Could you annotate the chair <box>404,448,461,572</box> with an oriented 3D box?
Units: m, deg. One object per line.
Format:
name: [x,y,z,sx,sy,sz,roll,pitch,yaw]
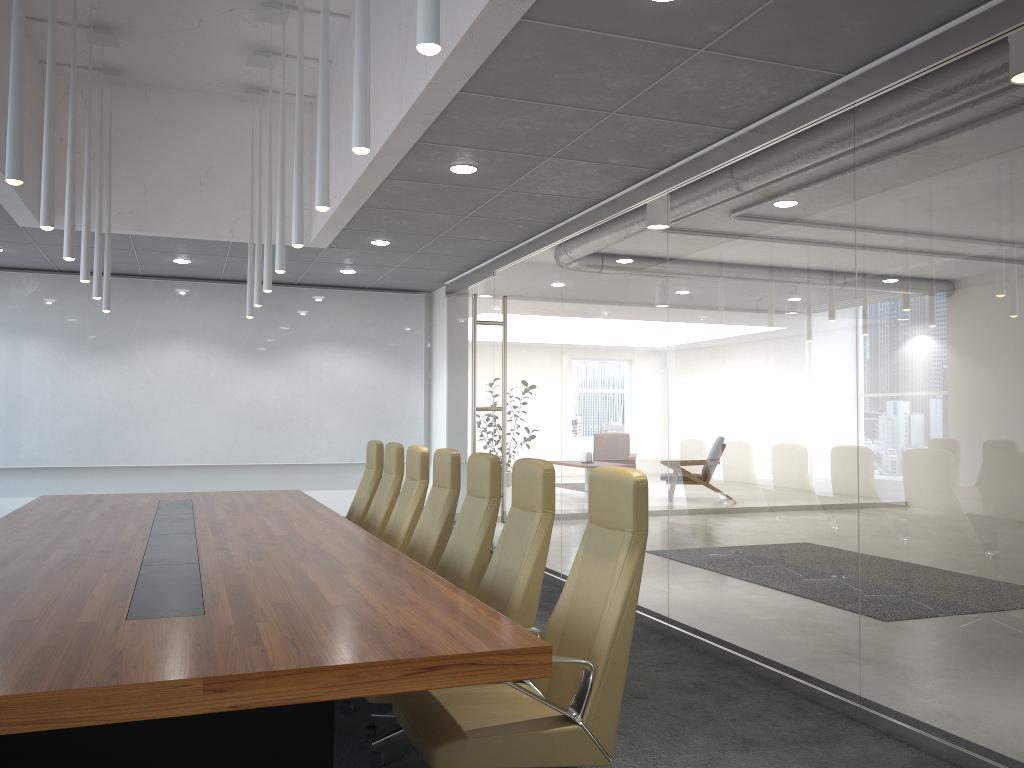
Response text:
chair: [-0.859,1.136,5.894,0.955,1.406,0.711,1,-2,-20]

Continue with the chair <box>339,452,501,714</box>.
chair: [-0.580,1.108,5.145,0.955,1.406,0.711,1,-2,-20]

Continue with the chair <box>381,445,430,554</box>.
chair: [-1.135,1.165,6.639,0.955,1.406,0.711,1,-2,-20]

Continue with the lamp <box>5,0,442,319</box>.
lamp: [-2.068,-1.991,5.559,2.619,2.378,7.258,1,-2,-20]

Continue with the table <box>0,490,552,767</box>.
table: [-2.083,1.367,5.425,2.300,0.895,6.500,1,-2,-20]

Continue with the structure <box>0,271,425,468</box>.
structure: [-2.025,-0.391,5.518,6.600,2.466,13.989,1,-2,-20]

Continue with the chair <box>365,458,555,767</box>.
chair: [-0.303,1.079,4.399,0.955,1.406,0.711,1,-2,-20]

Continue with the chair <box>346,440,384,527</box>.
chair: [-1.695,1.223,8.147,0.955,1.406,0.711,1,-2,-20]

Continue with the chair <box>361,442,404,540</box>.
chair: [-1.417,1.194,7.397,0.955,1.406,0.711,1,-2,-20]

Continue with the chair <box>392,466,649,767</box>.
chair: [0.044,1.051,3.661,0.955,1.406,0.711,1,-2,-20]
